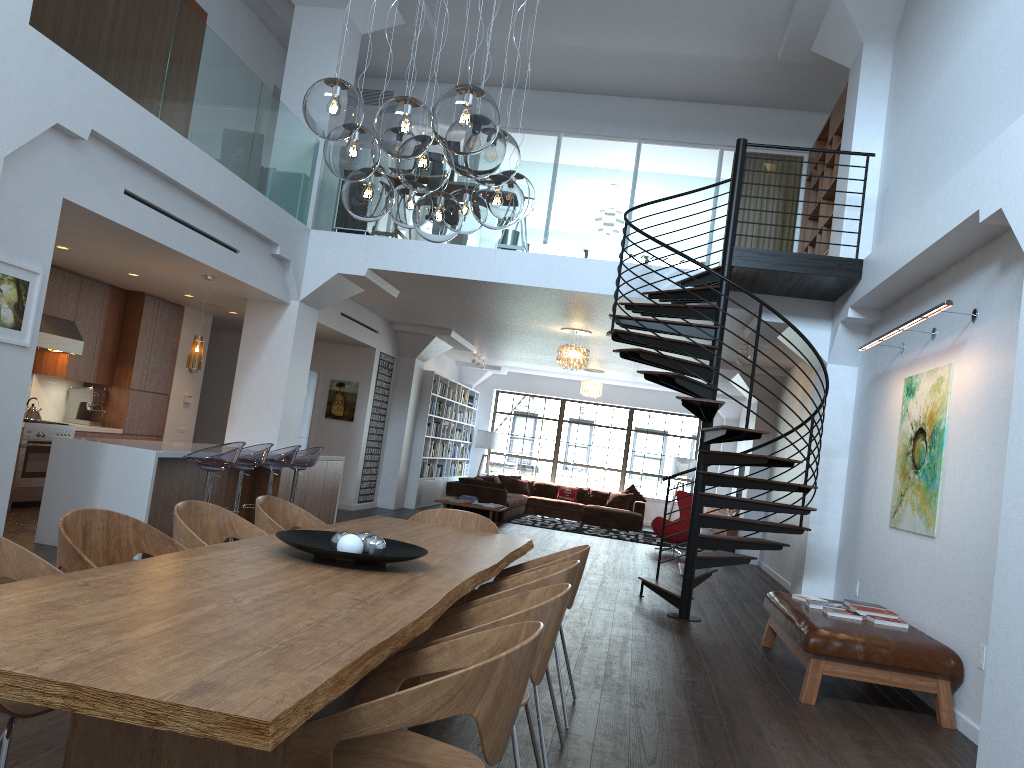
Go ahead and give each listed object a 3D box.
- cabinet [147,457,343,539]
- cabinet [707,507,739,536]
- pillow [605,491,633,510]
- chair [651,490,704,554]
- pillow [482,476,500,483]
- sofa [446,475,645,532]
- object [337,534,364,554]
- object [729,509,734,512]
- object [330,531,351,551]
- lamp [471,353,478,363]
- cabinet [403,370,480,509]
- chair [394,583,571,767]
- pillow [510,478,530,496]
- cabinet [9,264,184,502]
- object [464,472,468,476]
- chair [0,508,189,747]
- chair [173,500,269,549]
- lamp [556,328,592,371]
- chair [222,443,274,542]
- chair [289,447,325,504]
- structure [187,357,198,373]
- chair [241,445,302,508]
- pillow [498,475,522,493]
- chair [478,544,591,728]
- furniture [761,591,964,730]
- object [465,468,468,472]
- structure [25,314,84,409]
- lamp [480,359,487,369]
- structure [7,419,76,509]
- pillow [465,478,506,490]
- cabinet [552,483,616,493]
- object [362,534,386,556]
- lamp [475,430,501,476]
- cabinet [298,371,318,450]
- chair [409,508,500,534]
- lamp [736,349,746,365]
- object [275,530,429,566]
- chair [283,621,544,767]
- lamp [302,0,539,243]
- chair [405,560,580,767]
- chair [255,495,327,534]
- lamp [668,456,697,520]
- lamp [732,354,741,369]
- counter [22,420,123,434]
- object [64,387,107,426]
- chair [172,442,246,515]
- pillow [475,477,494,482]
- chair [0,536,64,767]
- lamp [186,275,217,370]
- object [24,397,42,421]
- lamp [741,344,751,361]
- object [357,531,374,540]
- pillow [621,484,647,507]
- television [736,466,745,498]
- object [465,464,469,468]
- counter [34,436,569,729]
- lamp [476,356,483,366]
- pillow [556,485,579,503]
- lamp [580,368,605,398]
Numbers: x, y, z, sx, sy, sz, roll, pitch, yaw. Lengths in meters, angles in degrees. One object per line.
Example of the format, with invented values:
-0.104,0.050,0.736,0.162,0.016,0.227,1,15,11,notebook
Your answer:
-2.989,1.129,9.292,0.898,0.796,4.493,7,-4,9,cabinet
4.068,2.608,16.711,0.459,0.350,4.501,7,-4,9,cabinet
2.216,2.411,18.390,0.542,0.362,0.248,6,-5,29,pillow
2.664,2.183,14.274,0.801,1.006,0.798,5,-5,34,chair
-0.360,1.985,17.227,0.325,0.391,0.625,6,-5,25,pillow
0.822,2.305,17.089,3.481,0.664,4.197,7,-4,9,sofa
-0.613,0.619,3.360,0.100,0.100,0.100,11,-5,-36,object
4.309,2.459,17.400,0.089,0.110,0.089,11,-5,-36,object
-0.657,0.623,3.453,0.100,0.100,0.100,11,-5,-36,object
-0.731,-0.498,17.152,0.111,0.211,0.120,4,-6,43,lamp
-1.429,1.146,17.622,0.461,2.414,4.500,7,-4,9,cabinet
-0.143,1.053,2.975,0.618,0.833,0.629,7,-4,9,chair
0.158,2.166,18.681,0.489,0.337,0.238,10,-4,-22,pillow
-5.042,-0.049,8.755,0.598,2.499,5.299,7,-4,9,cabinet
-1.162,1.961,19.554,0.331,0.088,0.410,7,-4,9,object
-1.336,0.900,3.151,0.618,0.833,0.629,7,-4,9,chair
-1.230,0.970,3.904,0.618,0.833,0.629,7,-4,9,chair
0.853,-0.465,12.230,0.442,0.539,0.441,11,-5,-39,lamp
-2.447,0.998,7.894,0.481,1.014,0.530,7,-4,7,chair
-2.255,1.116,9.142,0.481,1.014,0.530,7,-4,11,chair
-4.216,-0.300,11.782,0.040,0.300,0.300,7,-4,9,structure
-2.342,1.059,8.520,0.481,1.014,0.530,7,-4,7,chair
-0.013,2.132,18.806,0.580,0.418,0.334,9,-4,-18,pillow
0.057,1.190,4.487,0.617,0.830,0.629,7,-4,9,chair
2.312,1.816,6.122,0.907,0.453,1.819,7,-4,9,furniture
-1.150,1.874,19.560,0.331,0.088,0.410,7,-4,9,object
-4.995,-0.175,9.220,0.529,1.110,0.811,7,-4,9,structure
-0.588,-0.404,18.162,0.120,0.211,0.111,9,-4,-17,lamp
-5.067,0.825,9.137,0.662,0.919,0.811,7,-4,9,structure
-0.456,1.868,15.533,0.750,0.364,0.289,7,-4,8,pillow
1.569,2.605,19.492,1.520,0.625,0.350,7,-4,9,cabinet
-0.537,0.632,3.425,0.100,0.100,0.100,11,-5,-36,object
-0.619,1.840,19.805,0.545,1.579,0.545,8,-4,-2,lamp
-4.123,0.312,15.326,0.527,2.991,2.630,7,-4,9,cabinet
-0.408,1.188,5.321,0.629,0.833,0.618,8,-4,4,chair
3.074,-0.356,11.860,0.120,0.211,0.111,11,-5,-32,lamp
-0.624,0.650,3.453,0.592,0.066,0.592,11,-5,-33,object
-0.265,0.980,2.207,0.618,0.833,0.629,7,-4,9,chair
-0.248,-1.735,3.938,0.849,2.140,1.787,7,-4,8,lamp
-0.056,1.120,3.731,0.618,0.833,0.629,7,-4,10,chair
-1.104,1.043,4.671,0.618,0.833,0.629,7,-4,7,chair
3.596,2.371,19.056,0.545,1.579,0.545,6,-4,20,lamp
3.145,-0.310,12.359,0.111,0.211,0.120,4,-6,43,lamp
-5.162,0.319,8.274,0.600,0.050,4.387,7,-4,9,counter
-4.890,0.259,10.318,0.439,0.455,0.284,7,-4,9,object
-2.508,0.944,7.267,0.481,1.014,0.530,7,-4,11,chair
-0.450,1.846,15.804,0.269,0.411,0.559,11,-5,-35,pillow
-1.443,0.829,2.394,0.618,0.833,0.629,7,-4,9,chair
-1.933,-0.835,9.440,2.842,1.807,0.149,12,-6,-42,lamp
-5.103,0.258,9.438,0.222,0.235,0.222,9,-4,-16,object
3.002,-0.404,11.349,0.120,0.211,0.111,9,-4,-17,lamp
-0.581,0.632,3.517,0.100,0.100,0.100,11,-5,-36,object
2.453,2.370,18.528,0.651,0.587,0.335,9,-4,-12,pillow
4.335,1.754,16.687,0.013,0.816,1.324,7,-4,8,television
-1.145,1.787,19.568,0.316,0.088,0.410,7,-4,9,object
-2.315,1.072,7.555,3.039,0.860,8.182,9,-4,-21,counter
-0.661,-0.451,17.651,0.120,0.211,0.111,11,-5,-32,lamp
1.166,2.321,18.668,0.465,0.308,0.220,8,-4,5,pillow
1.556,-0.002,17.221,0.442,0.539,0.441,11,-5,-39,lamp
